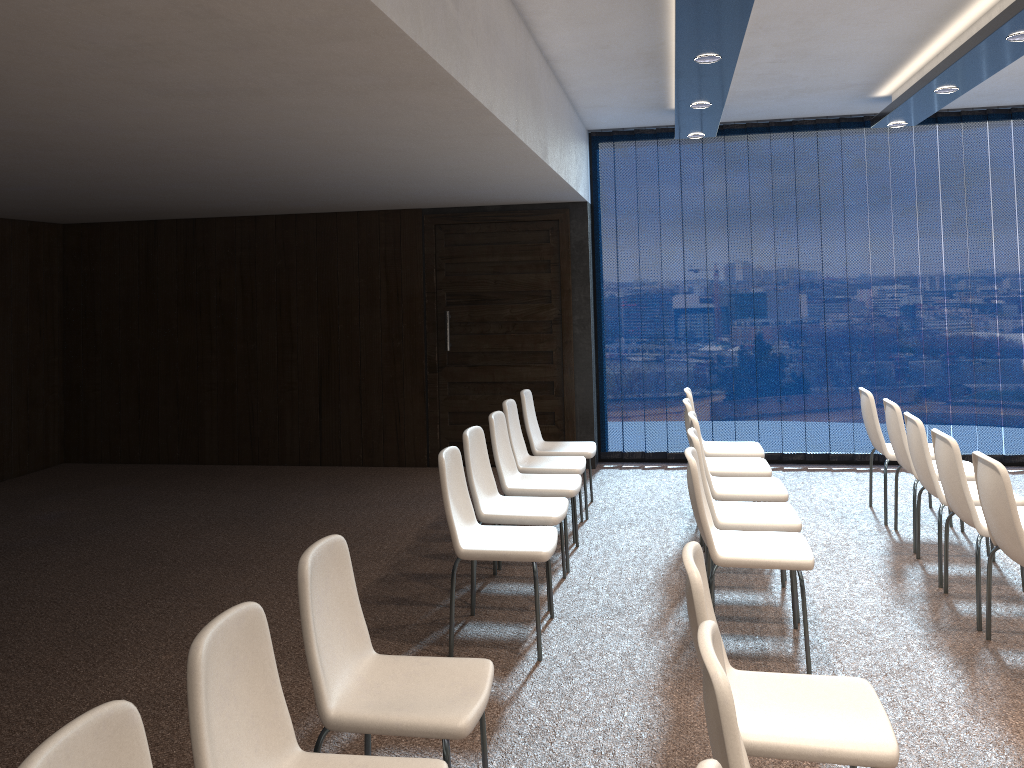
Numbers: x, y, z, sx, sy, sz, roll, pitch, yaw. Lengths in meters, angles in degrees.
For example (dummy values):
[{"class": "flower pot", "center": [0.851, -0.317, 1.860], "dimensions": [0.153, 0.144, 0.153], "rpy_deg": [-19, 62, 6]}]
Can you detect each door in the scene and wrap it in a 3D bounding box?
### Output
[{"class": "door", "center": [-0.114, -0.428, 8.279], "dimensions": [1.399, 2.416, 0.268], "rpy_deg": [-2, -2, 10]}]

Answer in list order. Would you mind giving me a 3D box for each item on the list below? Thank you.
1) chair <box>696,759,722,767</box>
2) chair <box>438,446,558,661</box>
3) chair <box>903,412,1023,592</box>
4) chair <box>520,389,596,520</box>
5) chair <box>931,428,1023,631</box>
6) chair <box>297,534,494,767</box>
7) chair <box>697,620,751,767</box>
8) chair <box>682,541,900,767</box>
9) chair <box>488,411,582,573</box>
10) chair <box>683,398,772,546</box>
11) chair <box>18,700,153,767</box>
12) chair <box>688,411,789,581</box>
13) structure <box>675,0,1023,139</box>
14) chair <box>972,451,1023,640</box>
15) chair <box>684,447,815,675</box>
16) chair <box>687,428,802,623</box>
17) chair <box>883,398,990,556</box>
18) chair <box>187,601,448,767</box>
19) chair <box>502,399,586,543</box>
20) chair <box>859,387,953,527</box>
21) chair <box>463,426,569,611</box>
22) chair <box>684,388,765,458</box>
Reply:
[{"class": "chair", "center": [0.567, 1.087, 1.291], "dimensions": [0.557, 0.904, 0.531], "rpy_deg": [-2, 0, 9]}, {"class": "chair", "center": [-0.061, 0.770, 4.270], "dimensions": [0.557, 0.904, 0.531], "rpy_deg": [-2, 0, 9]}, {"class": "chair", "center": [2.557, 0.622, 4.979], "dimensions": [0.557, 0.904, 0.531], "rpy_deg": [-2, 0, 13]}, {"class": "chair", "center": [0.355, 0.496, 6.626], "dimensions": [0.557, 0.904, 0.531], "rpy_deg": [-2, 0, 10]}, {"class": "chair", "center": [2.446, 0.689, 4.404], "dimensions": [0.557, 0.904, 0.531], "rpy_deg": [-2, 0, 10]}, {"class": "chair", "center": [-0.349, 0.952, 2.713], "dimensions": [0.557, 0.904, 0.531], "rpy_deg": [-2, 0, 9]}, {"class": "chair", "center": [0.702, 1.015, 1.896], "dimensions": [0.557, 0.904, 0.531], "rpy_deg": [-2, 0, 9]}, {"class": "chair", "center": [0.788, 0.943, 2.521], "dimensions": [0.557, 0.904, 0.531], "rpy_deg": [-2, 0, 12]}, {"class": "chair", "center": [0.150, 0.630, 5.476], "dimensions": [0.557, 0.904, 0.531], "rpy_deg": [-2, 0, 11]}, {"class": "chair", "center": [1.436, 0.555, 5.844], "dimensions": [0.557, 0.904, 0.531], "rpy_deg": [-2, 0, 10]}, {"class": "chair", "center": [-0.558, 1.086, 1.561], "dimensions": [0.557, 0.904, 0.531], "rpy_deg": [-2, 0, 10]}, {"class": "chair", "center": [1.350, 0.625, 5.237], "dimensions": [0.557, 0.904, 0.531], "rpy_deg": [-2, 0, 10]}, {"class": "structure", "center": [7.127, -1.804, 2.421], "dimensions": [13.134, 0.230, 8.107], "rpy_deg": [0, 6, 10]}, {"class": "chair", "center": [2.345, 0.759, 3.799], "dimensions": [0.557, 0.904, 0.531], "rpy_deg": [-2, 0, 10]}, {"class": "chair", "center": [1.099, 0.762, 4.065], "dimensions": [0.557, 0.904, 0.531], "rpy_deg": [-2, 0, 12]}, {"class": "chair", "center": [1.225, 0.696, 4.629], "dimensions": [0.557, 0.904, 0.531], "rpy_deg": [-2, 0, 10]}, {"class": "chair", "center": [2.691, 0.551, 5.583], "dimensions": [0.557, 0.904, 0.531], "rpy_deg": [-2, 0, 12]}, {"class": "chair", "center": [-0.452, 1.022, 2.104], "dimensions": [0.557, 0.904, 0.531], "rpy_deg": [-2, 0, 9]}, {"class": "chair", "center": [0.229, 0.562, 6.059], "dimensions": [0.557, 0.904, 0.531], "rpy_deg": [-2, 0, 10]}, {"class": "chair", "center": [2.776, 0.479, 6.202], "dimensions": [0.557, 0.904, 0.531], "rpy_deg": [-2, 0, 12]}, {"class": "chair", "center": [0.026, 0.700, 4.881], "dimensions": [0.557, 0.904, 0.531], "rpy_deg": [-2, 0, 13]}, {"class": "chair", "center": [1.562, 0.485, 6.442], "dimensions": [0.557, 0.904, 0.531], "rpy_deg": [-2, 0, 11]}]
